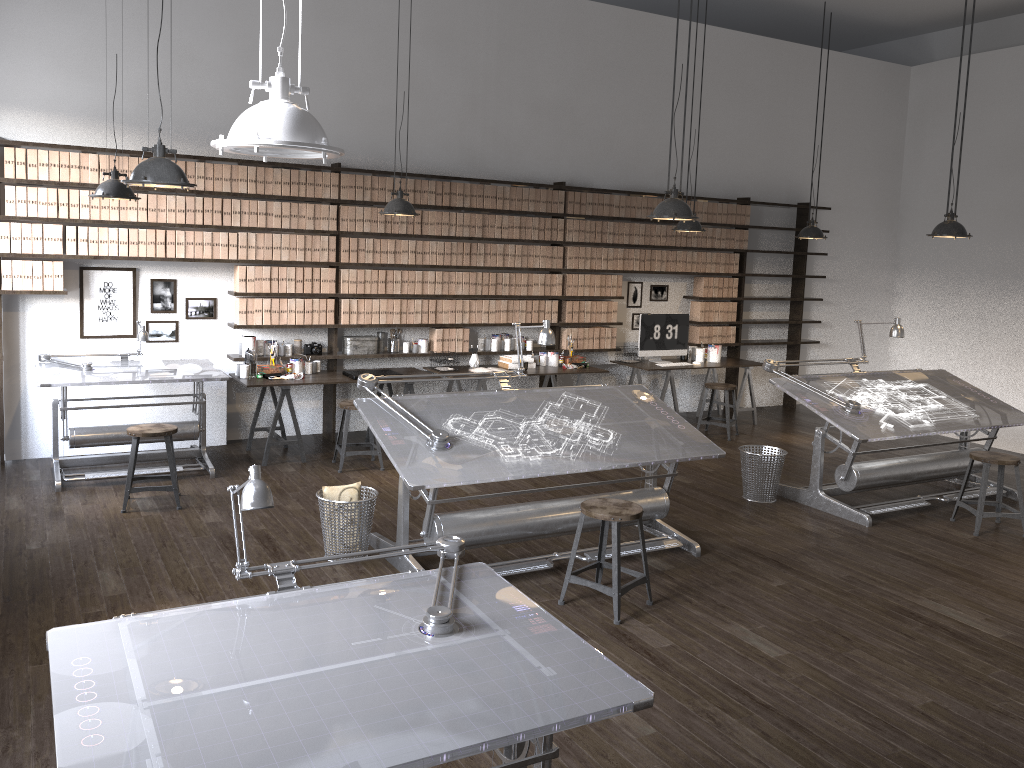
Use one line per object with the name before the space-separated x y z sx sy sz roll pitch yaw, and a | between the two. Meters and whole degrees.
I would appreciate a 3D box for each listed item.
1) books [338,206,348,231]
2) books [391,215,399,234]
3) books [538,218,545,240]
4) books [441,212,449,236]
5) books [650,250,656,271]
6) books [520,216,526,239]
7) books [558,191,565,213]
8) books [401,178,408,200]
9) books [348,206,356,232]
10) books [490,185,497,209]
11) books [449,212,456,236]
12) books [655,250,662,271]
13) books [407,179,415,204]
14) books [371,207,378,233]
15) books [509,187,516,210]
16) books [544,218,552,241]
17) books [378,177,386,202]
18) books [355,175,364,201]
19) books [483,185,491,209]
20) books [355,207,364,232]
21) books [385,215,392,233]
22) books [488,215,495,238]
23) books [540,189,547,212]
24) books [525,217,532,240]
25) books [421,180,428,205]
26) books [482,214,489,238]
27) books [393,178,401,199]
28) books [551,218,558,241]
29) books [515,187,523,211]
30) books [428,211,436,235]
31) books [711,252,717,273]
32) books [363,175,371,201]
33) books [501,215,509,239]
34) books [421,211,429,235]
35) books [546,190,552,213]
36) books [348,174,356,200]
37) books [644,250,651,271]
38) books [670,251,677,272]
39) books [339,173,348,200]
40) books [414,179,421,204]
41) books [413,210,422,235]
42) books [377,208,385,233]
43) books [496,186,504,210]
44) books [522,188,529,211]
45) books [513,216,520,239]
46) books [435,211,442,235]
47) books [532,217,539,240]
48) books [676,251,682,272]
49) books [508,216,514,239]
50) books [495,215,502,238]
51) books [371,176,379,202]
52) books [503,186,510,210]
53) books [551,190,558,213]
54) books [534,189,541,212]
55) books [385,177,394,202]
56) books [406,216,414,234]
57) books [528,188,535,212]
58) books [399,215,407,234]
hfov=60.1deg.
books | -1.509 -1.458 7.820 0.067 0.224 0.175 -1 8 -29
books | -1.089 -1.477 8.054 0.067 0.224 0.175 -1 8 -29
books | 0.250 -1.538 8.801 0.067 0.224 0.175 -1 8 -29
books | -0.656 -1.496 8.288 0.067 0.224 0.175 -1 8 -29
books | 1.465 -1.329 9.513 0.067 0.224 0.175 -1 8 -29
books | 0.064 -1.530 8.697 0.067 0.224 0.175 -1 8 -29
books | 0.450 -1.820 8.873 0.067 0.224 0.175 -1 8 -29
books | -1.016 -1.754 8.058 0.067 0.224 0.175 -1 8 -29
books | -1.447 -1.460 7.853 0.067 0.224 0.175 -1 8 -29
books | -0.217 -1.789 8.498 0.067 0.224 0.175 -1 8 -29
books | -0.594 -1.499 8.326 0.067 0.224 0.175 -1 8 -29
books | 1.526 -1.330 9.539 0.067 0.224 0.175 -1 8 -29
books | -0.955 -1.756 8.087 0.067 0.224 0.175 -1 8 -29
books | -1.267 -1.469 7.952 0.067 0.224 0.175 -1 8 -29
books | -0.034 -1.799 8.609 0.067 0.224 0.175 -1 8 -29
books | 0.318 -1.541 8.833 0.067 0.224 0.175 -1 8 -29
books | -1.196 -1.745 7.958 0.067 0.224 0.175 -1 8 -29
books | -1.378 -1.736 7.850 0.067 0.224 0.175 -1 8 -29
books | -0.275 -1.788 8.471 0.067 0.224 0.175 -1 8 -29
books | -1.384 -1.463 7.883 0.067 0.224 0.175 -1 8 -29
books | -1.151 -1.474 8.019 0.067 0.224 0.175 -1 8 -29
books | -0.232 -1.516 8.531 0.067 0.224 0.175 -1 8 -29
books | 0.268 -1.812 8.770 0.067 0.224 0.175 -1 8 -29
books | 0.126 -1.533 8.732 0.067 0.224 0.175 -1 8 -29
books | -0.837 -1.762 8.159 0.067 0.224 0.175 -1 8 -29
books | -0.294 -1.514 8.498 0.067 0.224 0.175 -1 8 -29
books | -1.070 -1.751 8.026 0.067 0.224 0.175 -1 8 -29
books | 0.380 -1.544 8.874 0.067 0.224 0.175 -1 8 -29
books | 0.028 -1.802 8.641 0.067 0.224 0.175 -1 8 -29
books | -0.776 -1.491 8.226 0.067 0.224 0.175 -1 8 -29
books | 2.203 -1.362 9.921 0.067 0.224 0.175 -1 8 -29
books | -1.317 -1.740 7.889 0.067 0.224 0.175 -1 8 -29
books | -0.106 -1.521 8.599 0.067 0.224 0.175 -1 8 -29
books | -0.835 -1.489 8.196 0.067 0.224 0.175 -1 8 -29
books | 0.325 -1.815 8.808 0.067 0.224 0.175 -1 8 -29
books | -1.441 -1.733 7.815 0.067 0.224 0.175 -1 8 -29
books | 1.403 -1.325 9.472 0.067 0.224 0.175 -1 8 -29
books | 1.708 -1.340 9.647 0.067 0.224 0.175 -1 8 -29
books | -1.499 -1.731 7.788 0.067 0.224 0.175 -1 8 -29
books | -0.899 -1.759 8.125 0.067 0.224 0.175 -1 8 -29
books | -0.897 -1.485 8.155 0.067 0.224 0.175 -1 8 -29
books | -1.207 -1.470 7.981 0.067 0.224 0.175 -1 8 -29
books | -0.154 -1.792 8.533 0.067 0.224 0.175 -1 8 -29
books | 0.091 -1.804 8.672 0.067 0.224 0.175 -1 8 -29
books | 0.008 -1.526 8.659 0.067 0.224 0.175 -1 8 -29
books | -0.719 -1.493 8.253 0.067 0.224 0.175 -1 8 -29
books | 0.190 -1.535 8.763 0.067 0.224 0.175 -1 8 -29
books | 1.774 -1.343 9.683 0.067 0.224 0.175 -1 8 -29
books | -0.052 -1.524 8.631 0.067 0.224 0.175 -1 8 -29
books | -0.169 -1.518 8.562 0.067 0.224 0.175 -1 8 -29
books | -1.258 -1.743 7.926 0.067 0.224 0.175 -1 8 -29
books | -0.093 -1.796 8.572 0.067 0.224 0.175 -1 8 -29
books | 0.386 -1.818 8.842 0.067 0.224 0.175 -1 8 -29
books | 0.208 -1.810 8.741 0.067 0.224 0.175 -1 8 -29
books | -1.132 -1.748 7.989 0.067 0.224 0.175 -1 8 -29
books | -0.965 -1.483 8.123 0.067 0.224 0.175 -1 8 -29
books | 0.154 -1.807 8.709 0.067 0.224 0.175 -1 8 -29
books | -1.025 -1.479 8.084 0.067 0.224 0.175 -1 8 -29
